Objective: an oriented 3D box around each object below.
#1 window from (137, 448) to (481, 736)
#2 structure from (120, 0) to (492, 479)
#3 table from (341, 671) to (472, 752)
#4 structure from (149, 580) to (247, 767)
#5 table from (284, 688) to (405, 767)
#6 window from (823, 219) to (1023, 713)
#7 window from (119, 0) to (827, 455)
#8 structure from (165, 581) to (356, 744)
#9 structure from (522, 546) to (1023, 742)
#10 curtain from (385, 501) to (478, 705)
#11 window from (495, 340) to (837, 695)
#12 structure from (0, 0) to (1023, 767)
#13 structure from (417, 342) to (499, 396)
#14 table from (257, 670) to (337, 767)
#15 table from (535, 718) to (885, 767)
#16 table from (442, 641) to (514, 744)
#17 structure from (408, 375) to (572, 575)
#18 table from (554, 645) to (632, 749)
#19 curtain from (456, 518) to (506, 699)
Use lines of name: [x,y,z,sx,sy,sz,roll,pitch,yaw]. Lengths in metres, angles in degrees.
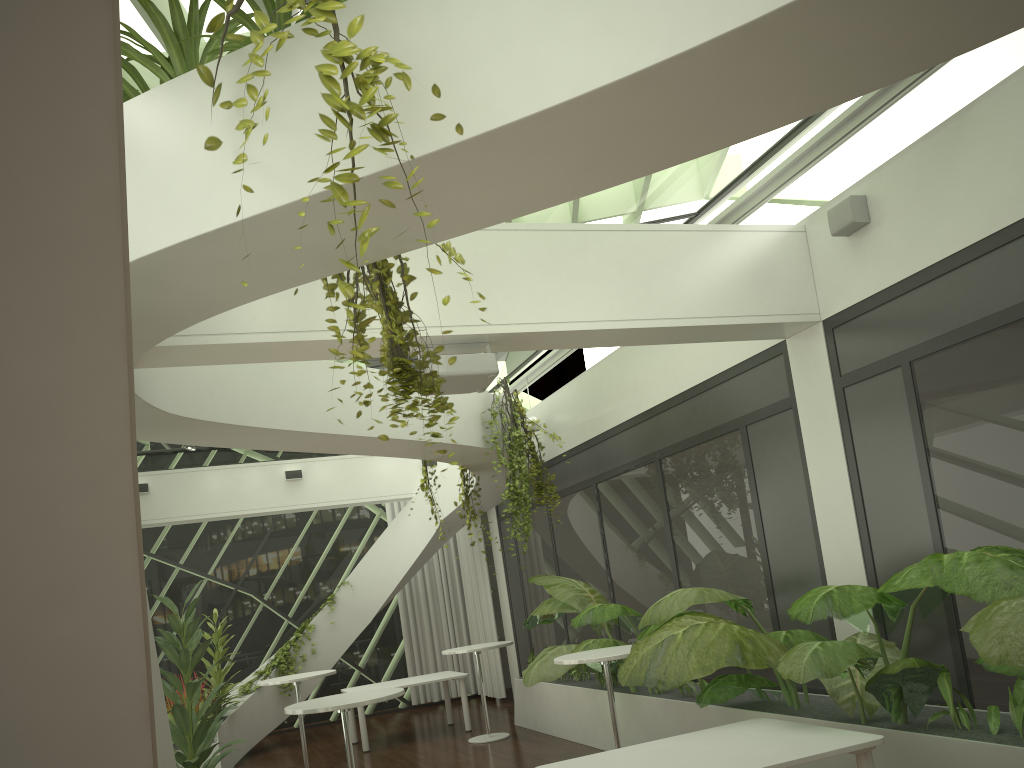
window: [-3.433,3.197,14.059,5.709,4.580,0.039,-5,-5,-20]
structure: [-0.683,-0.401,3.332,4.707,2.283,1.447,-16,-10,33]
table: [-1.357,4.225,11.355,1.493,0.708,1.096,-4,-11,-20]
structure: [-1.688,1.697,4.243,0.849,1.572,3.416,-6,-12,-21]
table: [-1.130,2.807,6.291,0.862,1.081,0.866,-10,-8,14]
window: [3.594,0.190,2.721,0.050,3.188,7.284,-7,-11,-21]
window: [-1.065,-1.277,6.407,5.660,0.054,17.172,-3,-14,-20]
structure: [-3.633,3.405,10.711,2.043,1.642,4.850,-10,-12,10]
structure: [1.230,2.130,6.585,1.773,1.687,9.141,-5,-13,-21]
curtain: [-1.345,3.185,14.547,1.223,4.033,0.163,-6,-4,-21]
window: [1.134,2.212,9.779,0.050,3.187,7.375,-7,-11,-21]
structure: [0.808,0.336,1.788,5.892,4.150,25.004,-6,-13,-15]
structure: [-0.351,-0.101,5.444,0.460,0.272,0.398,-4,-11,-20]
table: [-2.301,3.770,9.651,0.862,1.081,0.866,-10,-8,14]
table: [1.028,2.265,4.512,1.493,0.708,1.096,-4,-11,-20]
table: [-0.333,3.653,10.366,0.862,1.081,0.866,-10,-8,14]
structure: [-0.272,1.004,9.233,1.461,2.043,1.638,-13,-9,34]
table: [0.839,2.690,7.005,0.862,1.081,0.866,-10,-8,14]
curtain: [-0.594,2.941,13.973,0.159,4.033,1.019,-7,-5,-22]
